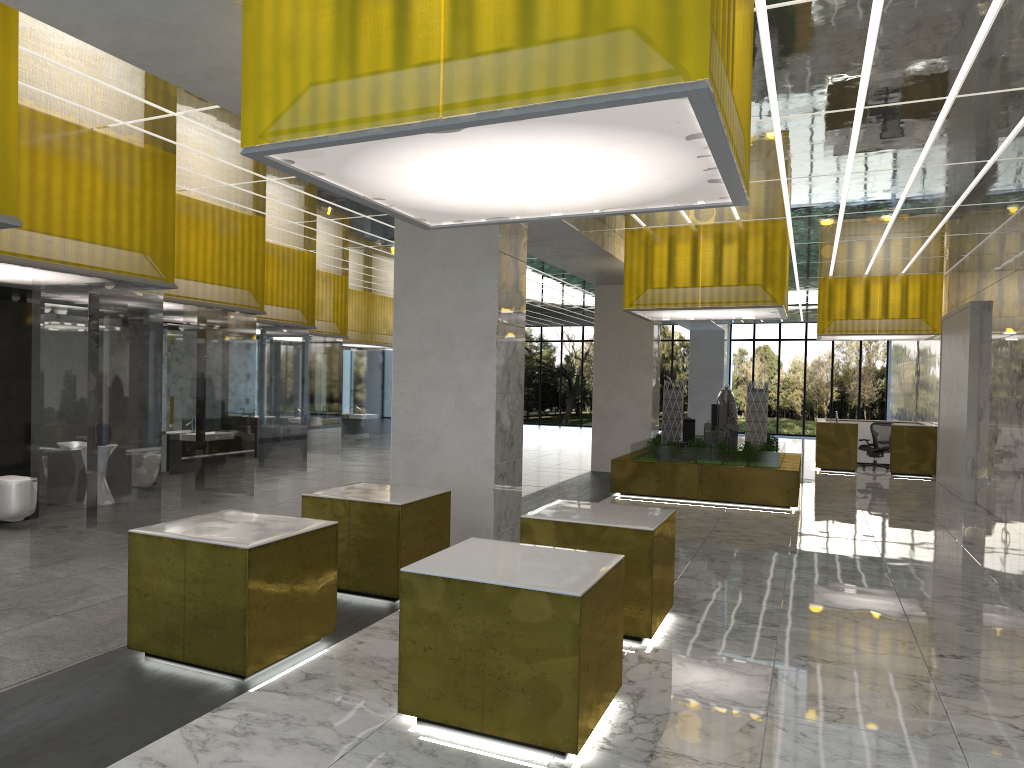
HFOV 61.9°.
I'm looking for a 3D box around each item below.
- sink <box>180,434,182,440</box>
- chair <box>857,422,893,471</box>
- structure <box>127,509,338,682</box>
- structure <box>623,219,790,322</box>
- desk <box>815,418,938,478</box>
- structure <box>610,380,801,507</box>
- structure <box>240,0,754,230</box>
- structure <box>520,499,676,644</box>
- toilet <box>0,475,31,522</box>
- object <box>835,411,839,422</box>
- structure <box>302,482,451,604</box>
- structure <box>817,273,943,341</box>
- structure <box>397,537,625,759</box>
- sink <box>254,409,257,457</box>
[{"bbox_3d":[-7.978,1.279,22.153,0.909,1.053,1.336,2,1,22],"label":"sink"},{"bbox_3d":[11.381,1.939,26.590,0.968,1.494,1.193,0,1,-43],"label":"chair"},{"bbox_3d":[-2.540,1.891,7.878,1.421,1.174,1.389,1,1,23],"label":"structure"},{"bbox_3d":[4.474,-2.690,19.324,3.388,2.270,3.122,1,1,24],"label":"structure"},{"bbox_3d":[11.307,1.943,26.784,3.347,1.509,3.352,1,0,23],"label":"desk"},{"bbox_3d":[4.847,1.200,20.542,4.025,2.572,4.958,1,0,23],"label":"structure"},{"bbox_3d":[0.091,-2.751,6.821,3.387,2.270,3.121,1,1,24],"label":"structure"},{"bbox_3d":[0.937,1.956,9.109,1.421,1.174,1.389,1,1,23],"label":"structure"},{"bbox_3d":[-8.113,1.864,13.838,0.870,0.687,0.486,1,1,25],"label":"toilet"},{"bbox_3d":[10.499,1.207,27.218,0.573,0.668,0.722,2,1,23],"label":"object"},{"bbox_3d":[-1.641,1.903,10.445,1.421,1.174,1.389,1,1,23],"label":"structure"},{"bbox_3d":[11.367,-2.571,26.720,3.388,2.270,3.000,1,1,24],"label":"structure"},{"bbox_3d":[0.035,1.943,6.536,1.421,1.174,1.389,1,1,23],"label":"structure"},{"bbox_3d":[-7.922,1.553,26.995,0.800,1.514,0.994,1,1,-27],"label":"sink"}]
